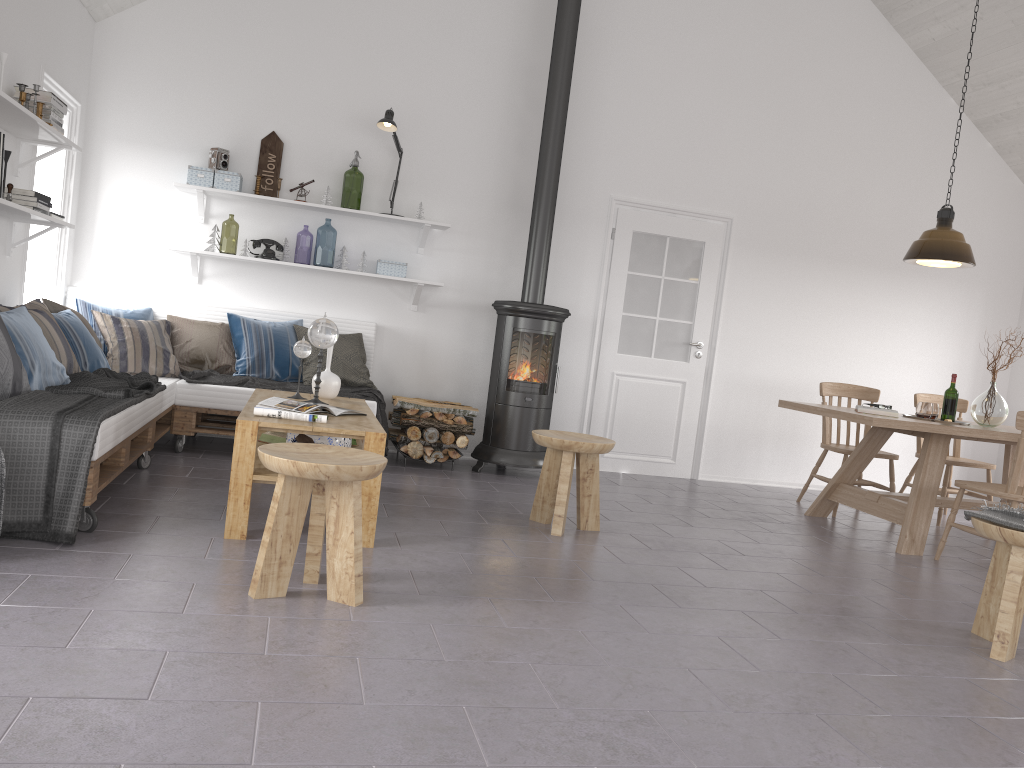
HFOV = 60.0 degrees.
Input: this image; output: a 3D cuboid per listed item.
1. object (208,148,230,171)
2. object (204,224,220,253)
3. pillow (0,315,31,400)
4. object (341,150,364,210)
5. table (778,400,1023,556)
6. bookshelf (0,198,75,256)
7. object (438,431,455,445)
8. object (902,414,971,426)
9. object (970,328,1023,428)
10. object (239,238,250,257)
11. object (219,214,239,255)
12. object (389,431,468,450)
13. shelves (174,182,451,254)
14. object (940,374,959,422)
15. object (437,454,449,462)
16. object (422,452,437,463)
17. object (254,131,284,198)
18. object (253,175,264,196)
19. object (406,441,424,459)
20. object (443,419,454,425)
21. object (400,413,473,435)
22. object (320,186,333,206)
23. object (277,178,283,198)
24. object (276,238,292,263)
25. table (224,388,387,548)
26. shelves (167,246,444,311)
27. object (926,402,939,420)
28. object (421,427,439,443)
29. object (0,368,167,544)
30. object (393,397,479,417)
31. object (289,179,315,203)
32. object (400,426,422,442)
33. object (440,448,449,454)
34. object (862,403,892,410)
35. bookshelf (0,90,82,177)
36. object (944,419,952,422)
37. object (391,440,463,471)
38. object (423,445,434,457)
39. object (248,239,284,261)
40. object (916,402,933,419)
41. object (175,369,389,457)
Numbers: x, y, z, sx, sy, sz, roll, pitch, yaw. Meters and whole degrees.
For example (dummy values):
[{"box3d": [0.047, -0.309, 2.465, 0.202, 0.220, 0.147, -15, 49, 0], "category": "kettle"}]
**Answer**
[{"box3d": [-1.951, -1.494, 5.934, 0.117, 0.157, 0.121, 9, 4, 36], "category": "object"}, {"box3d": [-1.982, -0.971, 5.916, 0.113, 0.195, 0.107, 7, 3, -7], "category": "object"}, {"box3d": [-2.166, -0.142, 3.534, 0.301, 0.444, 0.534, 7, 3, 3], "category": "pillow"}, {"box3d": [-1.089, -1.395, 6.093, 0.136, 0.415, 0.136, 8, 3, 19], "category": "object"}, {"box3d": [2.937, 0.637, 5.648, 2.300, 0.749, 1.001, 6, 3, -14], "category": "table"}, {"box3d": [-2.298, -0.693, 3.886, 0.269, 0.212, 1.820, 6, 3, -14], "category": "bookshelf"}, {"box3d": [-0.498, 0.343, 6.147, 0.102, 0.102, 0.561, 6, 3, -14], "category": "object"}, {"box3d": [2.628, 0.223, 5.497, 0.394, 0.014, 0.394, 9, 4, 30], "category": "object"}, {"box3d": [3.072, -0.056, 5.564, 0.291, 0.666, 0.313, 10, 4, 39], "category": "object"}, {"box3d": [-1.775, -0.910, 5.911, 0.072, 0.124, 0.068, 5, 4, -29], "category": "object"}, {"box3d": [-1.884, -0.997, 5.919, 0.111, 0.270, 0.111, 7, 3, 4], "category": "object"}, {"box3d": [-0.573, 0.391, 6.080, 0.539, 0.070, 0.101, 6, 3, -13], "category": "object"}, {"box3d": [-1.343, -1.109, 6.062, 1.820, 0.212, 0.269, 6, 3, -14], "category": "shelves"}, {"box3d": [2.720, 0.087, 5.494, 0.081, 0.303, 0.081, 10, 4, 43], "category": "object"}, {"box3d": [-0.506, 0.476, 6.176, 0.096, 0.067, 0.467, 6, 3, -13], "category": "object"}, {"box3d": [-0.599, 0.473, 6.136, 0.095, 0.063, 0.562, 6, 3, -13], "category": "object"}, {"box3d": [-1.660, -1.495, 6.070, 0.154, 0.480, 0.053, 7, 3, -9], "category": "object"}, {"box3d": [-1.703, -1.331, 5.950, 0.085, 0.152, 0.085, 8, 3, 10], "category": "object"}, {"box3d": [-0.687, 0.429, 6.136, 0.118, 0.142, 0.520, 6, 3, -10], "category": "object"}, {"box3d": [-0.470, 0.222, 6.099, 0.059, 0.048, 0.529, 6, 3, -14], "category": "object"}, {"box3d": [-0.507, 0.267, 5.943, 0.480, 0.104, 0.126, 6, 3, -12], "category": "object"}, {"box3d": [-1.257, -1.278, 6.036, 0.075, 0.147, 0.075, 10, 4, 43], "category": "object"}, {"box3d": [-1.577, -1.316, 6.000, 0.052, 0.148, 0.052, 9, 4, 38], "category": "object"}, {"box3d": [-1.558, -0.918, 6.075, 0.127, 0.176, 0.007, 7, 3, -8], "category": "object"}, {"box3d": [-1.001, 0.355, 4.327, 0.607, 0.485, 1.457, 6, 3, -14], "category": "table"}, {"box3d": [-1.393, -0.702, 6.085, 1.820, 0.212, 0.269, 6, 3, -14], "category": "shelves"}, {"box3d": [2.646, 0.172, 5.603, 0.095, 0.106, 0.095, 8, 3, 15], "category": "object"}, {"box3d": [-0.596, 0.321, 6.123, 0.110, 0.109, 0.463, 6, 3, -16], "category": "object"}, {"box3d": [-2.037, 0.218, 4.017, 0.685, 0.533, 1.892, 6, 3, -14], "category": "object"}, {"box3d": [-0.510, 0.157, 5.963, 0.571, 0.079, 0.115, 6, 3, -13], "category": "object"}, {"box3d": [-1.437, -1.312, 6.042, 0.177, 0.172, 0.092, 10, 4, 44], "category": "object"}, {"box3d": [-0.713, 0.309, 6.119, 0.103, 0.107, 0.516, 6, 3, -15], "category": "object"}, {"box3d": [-0.495, 0.433, 6.143, 0.046, 0.033, 0.425, 6, 3, -14], "category": "object"}, {"box3d": [2.231, 0.135, 5.414, 0.141, 0.030, 0.135, 5, 4, -29], "category": "object"}, {"box3d": [-2.248, -1.100, 3.863, 0.269, 0.212, 1.820, 6, 3, -14], "category": "bookshelf"}, {"box3d": [2.653, 0.226, 5.395, 0.046, 0.024, 0.024, 5, 4, -34], "category": "object"}, {"box3d": [-0.602, 0.489, 6.157, 0.456, 0.118, 0.478, 6, 3, -14], "category": "object"}, {"box3d": [-0.609, 0.433, 6.118, 0.057, 0.050, 0.561, 6, 3, -14], "category": "object"}, {"box3d": [-1.668, -0.911, 6.004, 0.203, 0.146, 0.171, 8, 3, 10], "category": "object"}, {"box3d": [2.542, 0.166, 5.465, 0.095, 0.106, 0.095, 8, 3, 15], "category": "object"}, {"box3d": [-1.497, 0.200, 5.746, 1.449, 0.508, 0.716, 6, 3, -24], "category": "object"}]
